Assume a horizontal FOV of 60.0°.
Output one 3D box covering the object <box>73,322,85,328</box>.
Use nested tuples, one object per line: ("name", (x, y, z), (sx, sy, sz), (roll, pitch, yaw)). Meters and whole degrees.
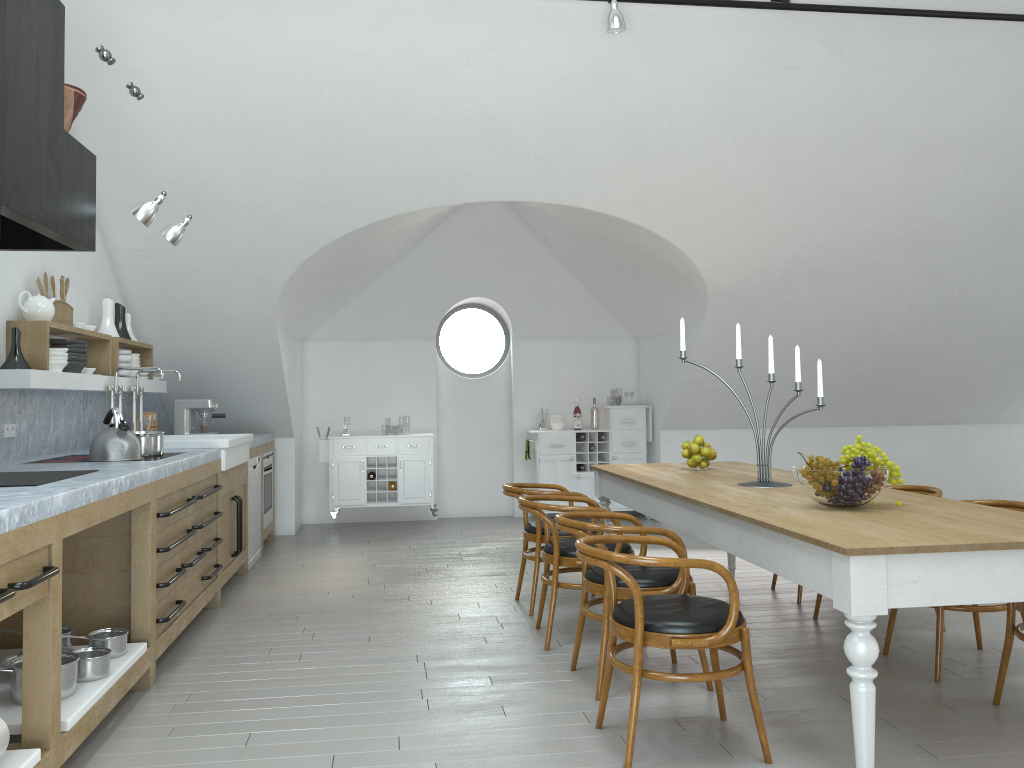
("object", (-2.658, -0.348, 5.406), (0.098, 0.049, 0.098), (-1, -1, -10))

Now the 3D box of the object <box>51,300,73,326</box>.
("object", (-2.636, -0.404, 5.133), (0.084, 0.158, 0.353), (0, -1, -8))

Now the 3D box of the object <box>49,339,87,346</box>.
("object", (-2.614, -0.222, 5.212), (0.205, 0.080, 0.205), (-1, -1, -5))

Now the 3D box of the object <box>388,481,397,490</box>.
("object", (-1.164, 0.989, 8.644), (0.082, 0.083, 0.316), (-1, -1, -8))

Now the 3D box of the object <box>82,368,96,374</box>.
("object", (-2.683, -0.076, 5.599), (0.098, 0.049, 0.098), (-1, -1, -10))

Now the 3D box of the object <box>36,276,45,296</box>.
("object", (-2.624, -0.469, 4.981), (0.016, 0.259, 0.199), (-1, -2, 3))

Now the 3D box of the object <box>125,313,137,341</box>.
("object", (-2.811, -0.409, 6.488), (0.156, 0.219, 0.156), (0, -2, -27))

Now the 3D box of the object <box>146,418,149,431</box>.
("object", (-2.723, 0.339, 6.606), (0.019, 0.179, 0.044), (2, -4, -43))

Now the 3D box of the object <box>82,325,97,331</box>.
("object", (-2.688, -0.344, 5.618), (0.098, 0.049, 0.098), (-1, -1, -10))

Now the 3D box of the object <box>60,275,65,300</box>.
("object", (-2.632, -0.482, 5.173), (0.019, 0.299, 0.057), (0, -3, -8))

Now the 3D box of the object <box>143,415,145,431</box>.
("object", (-2.743, 0.330, 6.609), (0.019, 0.196, 0.022), (0, -3, -20))

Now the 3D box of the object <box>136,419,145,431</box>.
("object", (-2.758, 0.345, 6.578), (0.100, 0.171, 0.172), (-1, -2, -6))

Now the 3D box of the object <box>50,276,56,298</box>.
("object", (-2.647, -0.483, 5.136), (0.040, 0.300, 0.061), (0, -3, -10))

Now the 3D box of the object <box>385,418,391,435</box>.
("object", (-1.219, 0.420, 8.709), (0.048, 0.169, 0.048), (0, -3, -20))

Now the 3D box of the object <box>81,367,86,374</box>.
("object", (-2.657, -0.079, 5.408), (0.098, 0.049, 0.098), (-1, -1, -10))

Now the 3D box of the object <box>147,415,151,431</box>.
("object", (-2.715, 0.327, 6.634), (0.042, 0.192, 0.040), (-2, -3, 29))

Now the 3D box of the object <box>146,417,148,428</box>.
("object", (-2.734, 0.330, 6.630), (0.023, 0.196, 0.018), (0, -3, -13))

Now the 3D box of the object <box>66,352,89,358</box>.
("object", (-2.602, -0.147, 5.209), (0.205, 0.086, 0.205), (-2, -1, 35))

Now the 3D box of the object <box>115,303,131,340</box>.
("object", (-2.771, -0.438, 6.269), (0.156, 0.268, 0.156), (-1, -2, -4))

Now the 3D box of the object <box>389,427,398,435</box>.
("object", (-1.161, 0.460, 8.673), (0.077, 0.085, 0.077), (0, -2, -20))

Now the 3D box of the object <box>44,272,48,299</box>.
("object", (-2.631, -0.486, 5.018), (0.027, 0.299, 0.055), (0, -3, -8))

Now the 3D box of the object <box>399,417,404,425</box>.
("object", (-1.096, 0.414, 8.789), (0.054, 0.179, 0.054), (1, -3, -31))

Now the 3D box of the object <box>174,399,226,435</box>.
("object", (-2.549, 0.285, 7.296), (0.386, 0.321, 0.324), (-1, -2, -8))

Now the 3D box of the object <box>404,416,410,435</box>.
("object", (-1.037, 0.409, 8.767), (0.063, 0.187, 0.063), (0, -3, -23))

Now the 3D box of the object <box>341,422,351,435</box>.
("object", (-1.649, 0.447, 8.807), (0.101, 0.138, 0.067), (-1, -2, -8))

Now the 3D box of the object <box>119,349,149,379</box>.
("object", (-2.763, -0.132, 6.338), (0.198, 0.196, 0.656), (-1, -1, -8))

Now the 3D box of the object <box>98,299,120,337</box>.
("object", (-2.739, -0.442, 6.008), (0.156, 0.268, 0.156), (0, -2, -19))

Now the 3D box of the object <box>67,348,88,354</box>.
("object", (-2.607, -0.169, 5.209), (0.205, 0.072, 0.205), (0, -1, -20))

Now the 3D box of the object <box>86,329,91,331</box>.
("object", (-2.658, -0.324, 5.405), (0.164, 0.012, 0.163), (-1, -1, 10))

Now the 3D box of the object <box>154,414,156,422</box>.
("object", (-2.766, 0.331, 6.836), (0.042, 0.192, 0.040), (-3, -3, 42))

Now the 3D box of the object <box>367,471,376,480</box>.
("object", (-1.357, 0.888, 8.585), (0.082, 0.085, 0.317), (-1, -1, -7))

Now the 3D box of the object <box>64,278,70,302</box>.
("object", (-2.644, -0.480, 5.235), (0.039, 0.298, 0.067), (0, -3, -8))

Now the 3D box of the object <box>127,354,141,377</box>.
("object", (-2.740, -0.134, 6.342), (0.154, 0.160, 0.157), (-1, -2, 20))

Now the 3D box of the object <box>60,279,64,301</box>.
("object", (-2.666, -0.479, 5.270), (0.030, 0.294, 0.057), (0, -3, -8))

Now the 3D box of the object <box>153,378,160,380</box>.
("object", (-2.854, -0.031, 6.922), (0.213, 0.025, 0.213), (0, -1, -20))

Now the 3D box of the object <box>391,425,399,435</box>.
("object", (-1.170, 0.458, 8.765), (0.094, 0.093, 0.093), (0, -2, -20))

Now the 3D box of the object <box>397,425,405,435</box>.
("object", (-1.091, 0.453, 8.718), (0.071, 0.099, 0.071), (-1, -2, 15))

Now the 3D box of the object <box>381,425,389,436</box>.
("object", (-1.234, 0.451, 8.627), (0.082, 0.105, 0.081), (-1, -2, 5))

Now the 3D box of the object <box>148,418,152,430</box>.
("object", (-2.724, 0.340, 6.644), (0.044, 0.179, 0.019), (0, -3, -23))

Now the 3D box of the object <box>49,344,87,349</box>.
("object", (-2.611, -0.194, 5.213), (0.205, 0.084, 0.205), (-1, -1, 20))

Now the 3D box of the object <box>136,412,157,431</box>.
("object", (-2.799, 0.323, 6.798), (0.104, 0.223, 0.200), (0, -2, -8))
